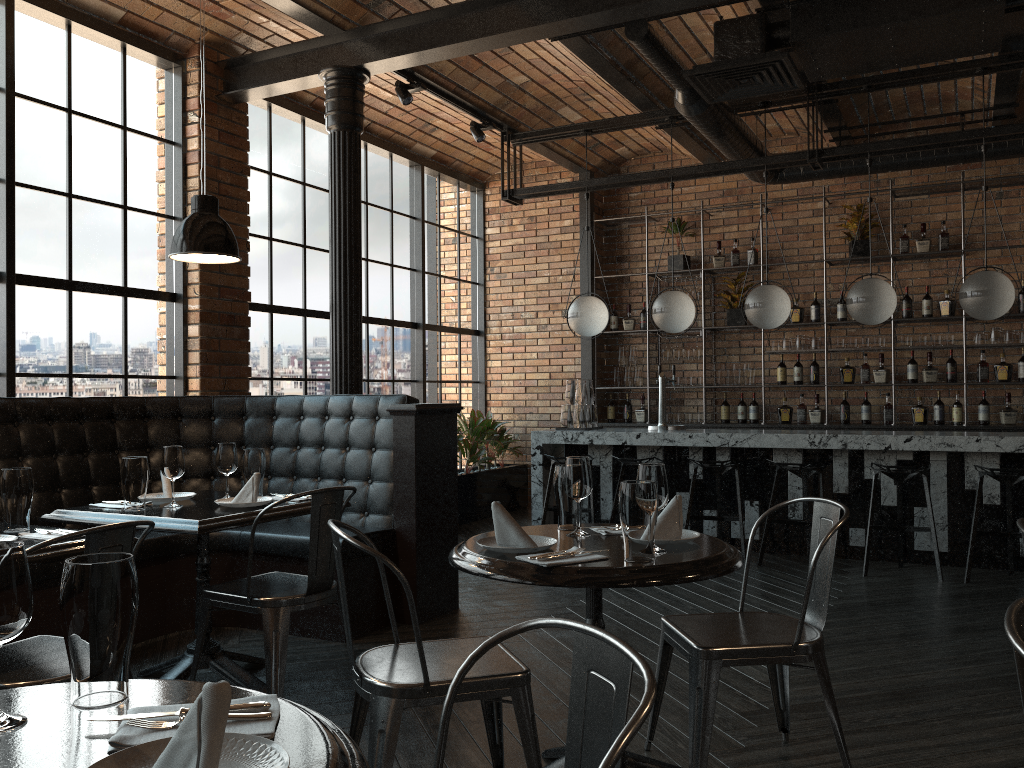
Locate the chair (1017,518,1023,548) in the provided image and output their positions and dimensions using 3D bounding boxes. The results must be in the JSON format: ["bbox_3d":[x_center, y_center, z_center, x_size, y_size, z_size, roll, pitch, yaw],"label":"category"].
[{"bbox_3d":[1.571,0.782,2.184,0.558,0.857,0.504,-1,-1,27],"label":"chair"}]

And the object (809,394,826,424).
[{"bbox_3d":[2.842,0.233,8.257,0.123,0.279,0.123,-1,-1,41],"label":"object"}]

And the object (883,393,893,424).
[{"bbox_3d":[3.389,0.222,7.991,0.083,0.282,0.083,-1,-1,12],"label":"object"}]

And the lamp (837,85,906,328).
[{"bbox_3d":[2.584,-1.278,6.400,0.340,1.754,0.340,0,-1,-17],"label":"lamp"}]

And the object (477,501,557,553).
[{"bbox_3d":[0.014,0.409,2.552,0.232,0.139,0.232,0,-1,-19],"label":"object"}]

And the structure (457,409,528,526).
[{"bbox_3d":[-0.925,0.764,7.702,0.757,1.072,4.107,-1,-1,26],"label":"structure"}]

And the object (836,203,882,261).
[{"bbox_3d":[3.182,-1.403,8.150,0.425,0.526,0.430,-1,-1,29],"label":"object"}]

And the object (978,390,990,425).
[{"bbox_3d":[4.072,0.204,7.648,0.086,0.298,0.086,0,-1,-14],"label":"object"}]

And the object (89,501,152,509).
[{"bbox_3d":[-1.592,0.491,3.645,0.255,0.019,0.157,-1,-1,28],"label":"object"}]

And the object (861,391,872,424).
[{"bbox_3d":[3.230,0.216,8.082,0.086,0.298,0.086,0,-1,-14],"label":"object"}]

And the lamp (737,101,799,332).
[{"bbox_3d":[1.932,-1.268,6.735,0.340,1.754,0.340,0,-1,-17],"label":"lamp"}]

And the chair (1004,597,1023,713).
[{"bbox_3d":[1.024,0.776,1.250,0.558,0.857,0.504,-1,-1,37],"label":"chair"}]

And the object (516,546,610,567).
[{"bbox_3d":[0.151,0.460,2.393,0.255,0.019,0.157,0,-1,-32],"label":"object"}]

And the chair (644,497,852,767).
[{"bbox_3d":[0.748,0.797,2.793,0.558,0.857,0.504,0,-1,-8],"label":"chair"}]

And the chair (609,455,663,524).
[{"bbox_3d":[0.974,0.900,6.657,0.475,0.737,0.414,-1,-1,32],"label":"chair"}]

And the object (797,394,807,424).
[{"bbox_3d":[2.725,0.232,8.333,0.083,0.282,0.083,-1,-1,27],"label":"object"}]

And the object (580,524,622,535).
[{"bbox_3d":[0.348,0.464,2.859,0.255,0.019,0.157,0,-1,-12],"label":"object"}]

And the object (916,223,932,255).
[{"bbox_3d":[3.653,-1.287,7.868,0.123,0.279,0.123,-1,-1,31],"label":"object"}]

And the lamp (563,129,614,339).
[{"bbox_3d":[0.629,-1.249,7.405,0.340,1.754,0.340,0,-1,-17],"label":"lamp"}]

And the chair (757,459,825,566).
[{"bbox_3d":[1.991,0.885,6.134,0.475,0.737,0.414,-1,-1,37],"label":"chair"}]

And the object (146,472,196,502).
[{"bbox_3d":[-1.491,0.438,3.845,0.232,0.139,0.232,-1,-1,21],"label":"object"}]

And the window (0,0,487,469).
[{"bbox_3d":[-4.058,-0.608,2.513,0.168,3.253,16.179,-1,-1,27],"label":"window"}]

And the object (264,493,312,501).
[{"bbox_3d":[-0.970,0.488,3.859,0.255,0.019,0.157,-1,-1,28],"label":"object"}]

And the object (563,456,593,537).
[{"bbox_3d":[0.207,0.351,2.780,0.092,0.244,0.092,-1,-1,27],"label":"object"}]

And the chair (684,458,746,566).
[{"bbox_3d":[1.475,0.893,6.400,0.475,0.737,0.414,-1,-1,22],"label":"chair"}]

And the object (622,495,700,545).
[{"bbox_3d":[0.447,0.406,2.663,0.232,0.139,0.232,0,-1,-3],"label":"object"}]

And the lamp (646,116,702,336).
[{"bbox_3d":[1.280,-1.259,7.070,0.340,1.754,0.340,0,-1,-17],"label":"lamp"}]

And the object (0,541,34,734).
[{"bbox_3d":[-0.701,0.341,1.202,0.092,0.244,0.092,0,-1,-10],"label":"object"}]

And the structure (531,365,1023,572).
[{"bbox_3d":[2.976,0.539,6.877,5.346,1.430,1.930,-1,-1,27],"label":"structure"}]

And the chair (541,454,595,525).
[{"bbox_3d":[0.466,0.908,6.919,0.475,0.737,0.414,-1,-1,17],"label":"chair"}]

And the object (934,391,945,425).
[{"bbox_3d":[3.764,0.209,7.814,0.086,0.298,0.086,0,-1,-14],"label":"object"}]

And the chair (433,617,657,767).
[{"bbox_3d":[-0.110,0.786,1.167,0.558,0.857,0.504,0,-1,-23],"label":"chair"}]

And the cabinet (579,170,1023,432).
[{"bbox_3d":[2.273,-0.547,8.527,7.075,3.779,0.564,-1,-1,27],"label":"cabinet"}]

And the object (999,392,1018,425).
[{"bbox_3d":[4.224,0.212,7.546,0.123,0.279,0.123,-1,-1,16],"label":"object"}]

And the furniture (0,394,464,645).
[{"bbox_3d":[-2.394,0.652,3.037,1.979,1.212,5.451,-1,-1,27],"label":"furniture"}]

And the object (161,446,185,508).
[{"bbox_3d":[-1.376,0.375,3.600,0.092,0.244,0.092,0,-1,-12],"label":"object"}]

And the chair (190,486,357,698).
[{"bbox_3d":[-0.911,0.821,3.476,0.558,0.857,0.504,-1,-1,32],"label":"chair"}]

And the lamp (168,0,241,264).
[{"bbox_3d":[-1.297,-1.351,3.736,0.291,1.653,0.291,0,-1,-18],"label":"lamp"}]

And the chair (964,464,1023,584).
[{"bbox_3d":[3.112,0.868,5.558,0.475,0.737,0.414,-1,-1,32],"label":"chair"}]

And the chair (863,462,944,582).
[{"bbox_3d":[2.561,0.876,5.841,0.475,0.737,0.414,-1,-1,22],"label":"chair"}]

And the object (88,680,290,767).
[{"bbox_3d":[-0.371,0.394,1.001,0.232,0.139,0.232,0,-1,-18],"label":"object"}]

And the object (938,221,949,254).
[{"bbox_3d":[3.792,-1.292,7.794,0.083,0.282,0.083,-1,-1,12],"label":"object"}]

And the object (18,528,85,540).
[{"bbox_3d":[-1.479,0.481,2.870,0.255,0.019,0.157,-1,-1,28],"label":"object"}]

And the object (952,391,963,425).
[{"bbox_3d":[3.887,0.208,7.735,0.080,0.299,0.080,-1,-1,30],"label":"object"}]

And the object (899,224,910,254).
[{"bbox_3d":[3.514,-1.287,7.938,0.083,0.282,0.083,-1,-1,27],"label":"object"}]

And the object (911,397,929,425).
[{"bbox_3d":[3.620,0.237,7.871,0.151,0.248,0.094,-1,-1,36],"label":"object"}]

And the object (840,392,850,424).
[{"bbox_3d":[3.054,0.219,8.135,0.086,0.297,0.086,0,-1,-29],"label":"object"}]

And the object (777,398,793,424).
[{"bbox_3d":[2.588,0.252,8.402,0.151,0.248,0.094,-1,-1,16],"label":"object"}]

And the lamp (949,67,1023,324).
[{"bbox_3d":[3.235,-1.288,6.064,0.340,1.754,0.340,0,-1,-17],"label":"lamp"}]

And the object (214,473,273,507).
[{"bbox_3d":[-1.098,0.432,3.636,0.232,0.139,0.232,-1,-1,24],"label":"object"}]

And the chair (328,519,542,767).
[{"bbox_3d":[-0.226,0.802,2.479,0.558,0.857,0.504,0,-1,-18],"label":"chair"}]

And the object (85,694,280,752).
[{"bbox_3d":[-0.445,0.451,1.195,0.255,0.019,0.157,0,-1,-12],"label":"object"}]

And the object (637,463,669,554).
[{"bbox_3d":[0.392,0.346,2.477,0.092,0.244,0.092,-1,-1,27],"label":"object"}]

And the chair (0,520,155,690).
[{"bbox_3d":[-1.337,0.813,2.522,0.558,0.857,0.504,-1,-1,22],"label":"chair"}]

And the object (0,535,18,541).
[{"bbox_3d":[-1.607,0.425,2.647,0.232,0.139,0.232,-1,-1,24],"label":"object"}]

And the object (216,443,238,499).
[{"bbox_3d":[-1.227,0.376,3.817,0.092,0.244,0.092,0,-1,-12],"label":"object"}]
